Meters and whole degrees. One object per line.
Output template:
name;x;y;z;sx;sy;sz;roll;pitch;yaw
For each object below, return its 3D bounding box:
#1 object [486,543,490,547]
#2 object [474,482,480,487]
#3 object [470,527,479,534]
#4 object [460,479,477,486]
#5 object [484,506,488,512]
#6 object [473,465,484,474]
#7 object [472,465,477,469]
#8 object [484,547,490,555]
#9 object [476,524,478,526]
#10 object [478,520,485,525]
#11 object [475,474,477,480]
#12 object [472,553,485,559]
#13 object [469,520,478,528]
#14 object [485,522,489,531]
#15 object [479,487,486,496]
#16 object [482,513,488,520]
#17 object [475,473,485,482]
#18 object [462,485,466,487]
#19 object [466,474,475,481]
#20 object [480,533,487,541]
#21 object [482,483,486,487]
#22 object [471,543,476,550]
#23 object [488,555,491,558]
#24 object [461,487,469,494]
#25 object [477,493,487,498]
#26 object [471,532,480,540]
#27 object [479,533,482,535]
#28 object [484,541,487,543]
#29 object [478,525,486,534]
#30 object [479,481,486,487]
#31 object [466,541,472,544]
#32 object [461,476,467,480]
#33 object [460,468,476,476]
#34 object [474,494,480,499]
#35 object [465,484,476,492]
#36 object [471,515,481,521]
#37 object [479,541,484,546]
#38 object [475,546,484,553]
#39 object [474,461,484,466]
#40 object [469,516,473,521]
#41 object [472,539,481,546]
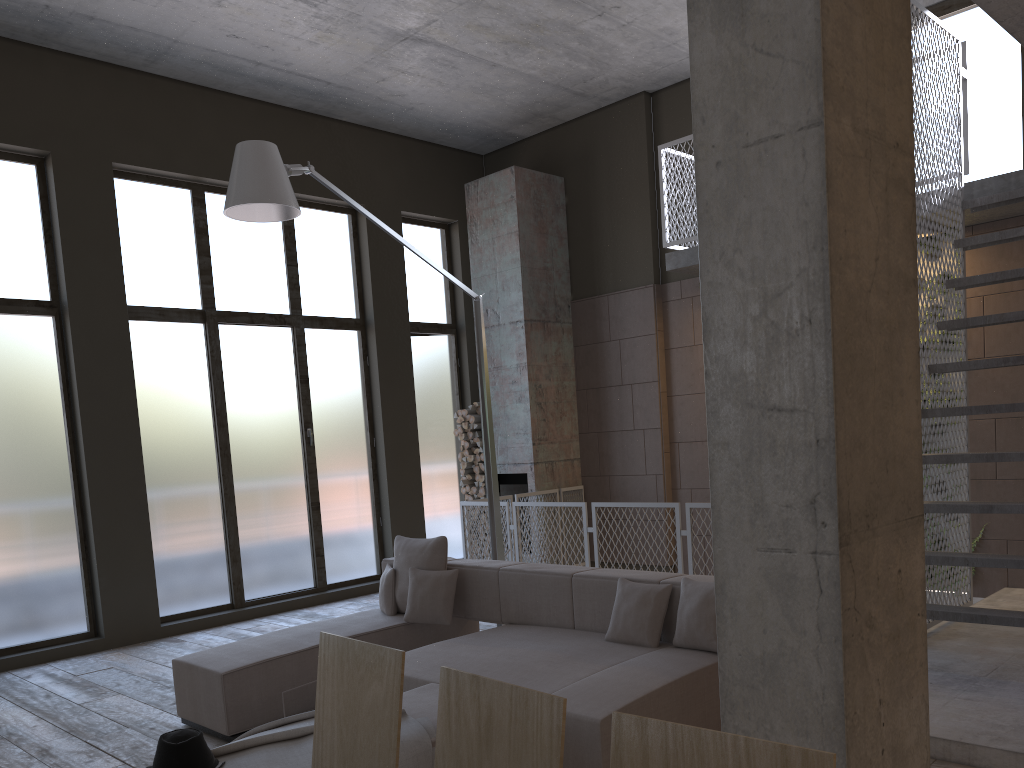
object;-0.208;1.908;10.502;0.063;0.048;0.249;-4;-2;44
object;-0.274;1.197;10.606;0.420;0.068;0.067;-1;-2;-44
object;-0.384;1.777;10.777;0.452;0.090;0.091;-1;-1;-43
object;-0.455;1.185;10.658;0.420;0.073;0.071;-1;-2;-44
object;-0.154;1.492;10.565;0.115;0.080;0.432;-5;-3;44
object;-0.324;1.016;10.532;0.099;0.108;0.292;-3;-1;44
object;-0.333;0.985;10.615;0.357;0.075;0.064;-1;-1;-43
object;-0.208;1.984;10.514;0.101;0.103;0.290;-3;-1;44
object;-0.285;1.704;10.678;0.357;0.075;0.064;-1;-1;-43
object;-0.263;1.659;10.614;0.330;0.057;0.089;-1;-3;-44
object;-0.286;1.105;10.649;0.360;0.087;0.101;-1;-2;-44
object;-0.352;2.103;10.727;0.292;0.108;0.099;-2;-1;-44
object;-0.358;1.691;10.702;0.094;0.084;0.476;-4;-2;44
object;-0.163;1.682;10.522;0.361;0.126;0.064;-1;1;-44
object;-0.257;1.265;10.451;0.101;0.103;0.290;-3;-1;44
object;-0.160;1.572;10.550;0.476;0.084;0.094;-1;-2;-44
object;-0.248;1.113;10.577;0.434;0.094;0.092;-1;-1;-44
object;-0.436;1.223;10.762;0.422;0.086;0.067;-1;-1;-43
object;-0.365;1.126;10.714;0.432;0.080;0.115;-1;-3;-44
object;-0.200;1.832;10.641;0.434;0.094;0.092;-1;-1;-44
object;-0.257;1.189;10.438;0.063;0.048;0.249;-4;-2;44
object;-0.324;1.974;10.798;0.452;0.090;0.091;-1;-2;-44
object;-0.136;2.086;10.557;0.361;0.126;0.064;-1;1;-44
object;-0.435;1.293;10.795;0.434;0.093;0.092;-1;-1;-44
object;-0.248;1.319;10.578;0.361;0.068;0.122;-1;-3;-44
object;-0.317;1.845;10.778;0.432;0.080;0.115;-1;-3;-44
object;-0.238;1.823;10.712;0.360;0.087;0.101;-1;-2;-44
object;-0.168;1.906;10.612;0.420;0.067;0.067;-1;-2;-44
object;-0.275;1.735;10.595;0.099;0.108;0.292;-3;-1;44
object;-0.217;1.188;10.548;0.420;0.067;0.067;-1;-2;-44
object;-0.406;1.904;10.722;0.420;0.073;0.071;-1;-2;-44
object;-0.460;1.151;10.758;0.122;0.068;0.361;-5;-3;44
object;-0.432;1.059;10.713;0.452;0.090;0.091;-1;-1;-43
object;-0.317;1.341;10.653;0.064;0.075;0.357;-3;-1;43
object;-0.372;1.255;10.734;0.452;0.090;0.091;-1;-2;-44
object;-0.299;1.611;10.665;0.115;0.080;0.432;-5;-3;44
object;-0.226;1.916;10.669;0.420;0.068;0.067;-1;-2;-44
object;-0.251;1.987;10.681;0.091;0.090;0.452;-3;-2;43
object;-0.311;0.941;10.550;0.330;0.057;0.089;-1;-3;-44
object;-0.407;1.677;10.854;0.070;0.119;0.362;-1;0;45
object;-0.281;1.913;10.720;0.476;0.084;0.094;-1;-2;-44
